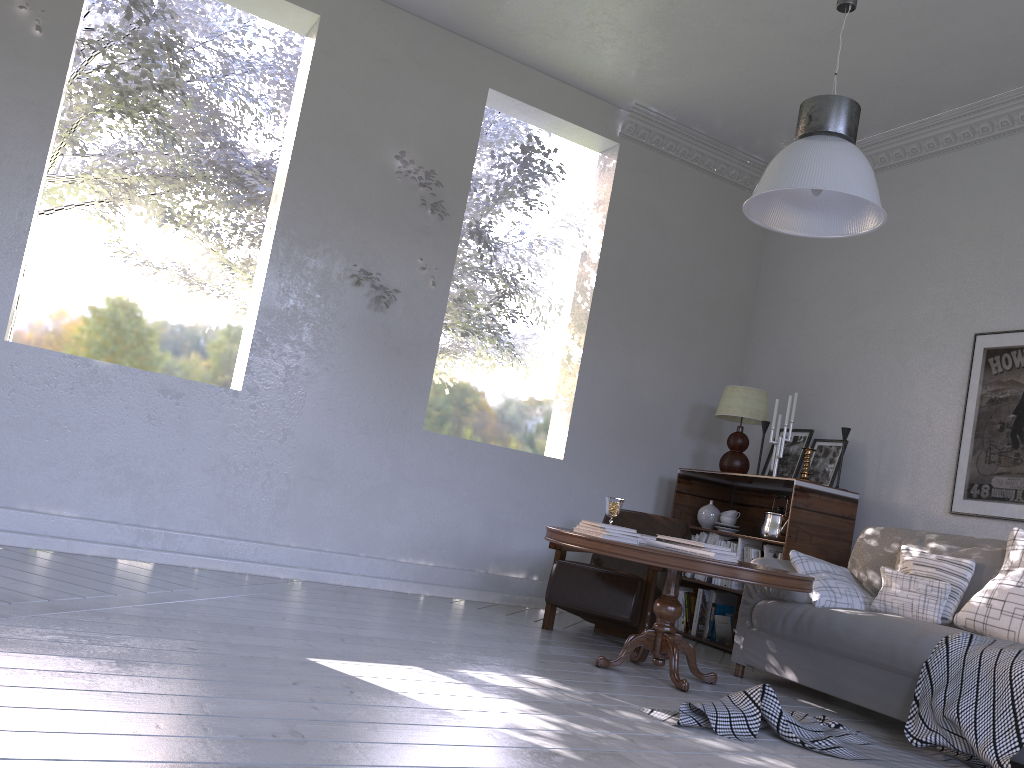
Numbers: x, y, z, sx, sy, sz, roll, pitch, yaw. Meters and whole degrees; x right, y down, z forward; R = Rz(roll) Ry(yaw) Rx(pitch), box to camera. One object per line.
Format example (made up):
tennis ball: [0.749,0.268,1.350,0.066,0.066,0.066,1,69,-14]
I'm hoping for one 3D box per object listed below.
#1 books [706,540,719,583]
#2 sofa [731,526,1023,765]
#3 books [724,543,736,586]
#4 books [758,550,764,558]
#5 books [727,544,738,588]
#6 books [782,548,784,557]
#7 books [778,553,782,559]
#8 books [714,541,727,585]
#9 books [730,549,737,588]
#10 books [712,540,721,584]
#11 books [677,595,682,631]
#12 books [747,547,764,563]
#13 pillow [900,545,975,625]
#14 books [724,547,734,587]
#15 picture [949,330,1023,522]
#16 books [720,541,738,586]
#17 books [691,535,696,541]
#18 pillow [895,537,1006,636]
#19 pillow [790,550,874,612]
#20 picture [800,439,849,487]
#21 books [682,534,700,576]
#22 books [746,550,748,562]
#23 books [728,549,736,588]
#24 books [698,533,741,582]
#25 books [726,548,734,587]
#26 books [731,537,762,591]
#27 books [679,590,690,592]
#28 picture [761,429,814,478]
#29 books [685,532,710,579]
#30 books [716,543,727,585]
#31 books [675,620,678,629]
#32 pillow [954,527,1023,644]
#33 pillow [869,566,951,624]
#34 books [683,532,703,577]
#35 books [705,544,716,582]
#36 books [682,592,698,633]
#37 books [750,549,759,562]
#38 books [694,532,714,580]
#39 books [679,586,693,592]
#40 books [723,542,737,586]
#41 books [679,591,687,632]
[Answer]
books: [0.992,0.851,4.217,0.121,0.206,0.026,14,-6,-32]
sofa: [1.609,0.826,2.729,0.770,0.680,1.860,14,-8,-27]
books: [1.063,0.854,4.144,0.131,0.206,0.011,13,-5,-23]
books: [1.154,0.852,3.950,0.131,0.202,0.064,13,-6,-28]
books: [1.065,0.851,4.110,0.115,0.203,0.009,13,-5,-23]
books: [1.210,0.829,3.837,0.127,0.236,0.018,13,-6,-28]
books: [1.193,0.846,3.864,0.115,0.203,0.009,13,-6,-28]
books: [1.029,0.854,4.192,0.131,0.206,0.011,13,-5,-23]
books: [1.070,0.861,4.093,0.116,0.181,0.009,13,-5,-23]
books: [1.018,0.852,4.200,0.131,0.206,0.011,13,-5,-23]
books: [0.872,1.139,4.388,0.129,0.174,0.081,13,-6,-28]
books: [1.122,0.850,4.012,0.130,0.209,0.074,13,-6,-28]
pillow: [1.443,0.709,3.085,0.130,0.268,0.310,13,-7,-23]
books: [1.057,0.860,4.128,0.121,0.187,0.012,13,-5,-23]
picture: [2.040,0.157,3.475,0.019,0.770,0.588,13,-6,-27]
books: [1.052,0.853,4.169,0.130,0.211,0.020,13,-5,-23]
books: [0.918,0.865,4.444,0.162,0.209,0.127,13,-6,-27]
pillow: [1.530,0.706,3.108,0.152,0.312,0.489,13,-7,-27]
pillow: [1.182,0.742,3.256,0.311,0.205,0.215,13,-7,-21]
picture: [1.481,0.383,4.231,0.080,0.251,0.202,13,-6,-27]
books: [0.943,0.861,4.409,0.162,0.217,0.100,13,-6,-28]
books: [1.117,0.860,4.026,0.125,0.192,0.065,13,-6,-28]
books: [1.061,0.859,4.099,0.116,0.183,0.009,13,-5,-23]
books: [1.013,0.846,4.277,0.175,0.242,0.104,13,-6,-28]
books: [1.055,0.861,4.116,0.116,0.181,0.009,13,-5,-23]
books: [1.080,0.834,4.083,0.126,0.236,0.018,13,-5,-23]
books: [0.845,1.133,4.462,0.135,0.183,0.030,13,-6,-28]
picture: [1.375,0.366,4.451,0.095,0.299,0.231,13,-6,-27]
books: [0.968,0.850,4.353,0.173,0.234,0.112,13,-6,-28]
books: [1.034,0.858,4.180,0.125,0.195,0.015,13,-5,-23]
books: [0.861,1.137,4.414,0.129,0.176,0.066,13,-6,-28]
pillow: [1.652,0.644,2.750,0.221,0.384,0.453,13,-7,-25]
pillow: [1.370,0.730,3.046,0.071,0.166,0.283,14,-7,-30]
books: [0.955,0.853,4.382,0.153,0.231,0.104,13,-6,-28]
books: [0.987,0.862,4.226,0.121,0.184,0.025,14,-6,-32]
books: [0.904,1.127,4.345,0.137,0.199,0.109,13,-6,-27]
books: [1.129,0.854,3.996,0.131,0.202,0.064,13,-6,-28]
books: [0.999,0.848,4.318,0.173,0.238,0.093,13,-6,-28]
books: [0.836,1.128,4.497,0.150,0.201,0.027,13,-6,-28]
books: [1.058,0.854,4.154,0.131,0.206,0.011,13,-5,-23]
books: [0.888,1.130,4.376,0.128,0.194,0.087,13,-6,-28]
